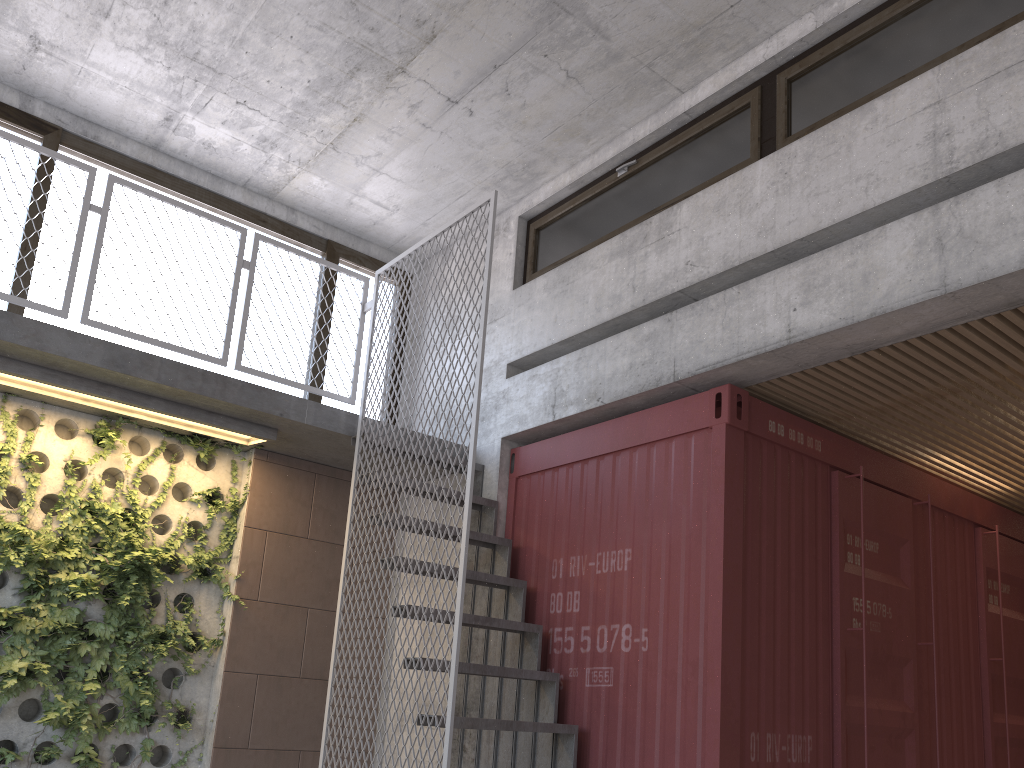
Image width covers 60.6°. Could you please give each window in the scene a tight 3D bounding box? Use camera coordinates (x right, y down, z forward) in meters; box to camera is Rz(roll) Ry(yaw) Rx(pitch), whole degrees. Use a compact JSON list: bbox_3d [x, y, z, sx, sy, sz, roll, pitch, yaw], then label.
[{"bbox_3d":[-2.342,-0.611,6.355,3.640,1.685,0.112,19,-19,-36],"label":"window"},{"bbox_3d":[2.710,-1.977,3.292,0.115,0.585,8.614,14,-22,-35],"label":"window"}]

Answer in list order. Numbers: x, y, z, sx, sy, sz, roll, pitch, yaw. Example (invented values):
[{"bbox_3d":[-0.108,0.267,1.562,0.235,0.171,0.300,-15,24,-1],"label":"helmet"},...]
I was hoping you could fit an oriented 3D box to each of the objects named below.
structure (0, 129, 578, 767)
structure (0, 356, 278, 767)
[{"bbox_3d":[-1.592,0.961,4.860,3.757,4.156,3.094,17,-20,-36],"label":"structure"},{"bbox_3d":[-2.788,1.605,5.248,2.679,3.681,1.022,16,-18,-36],"label":"structure"}]
